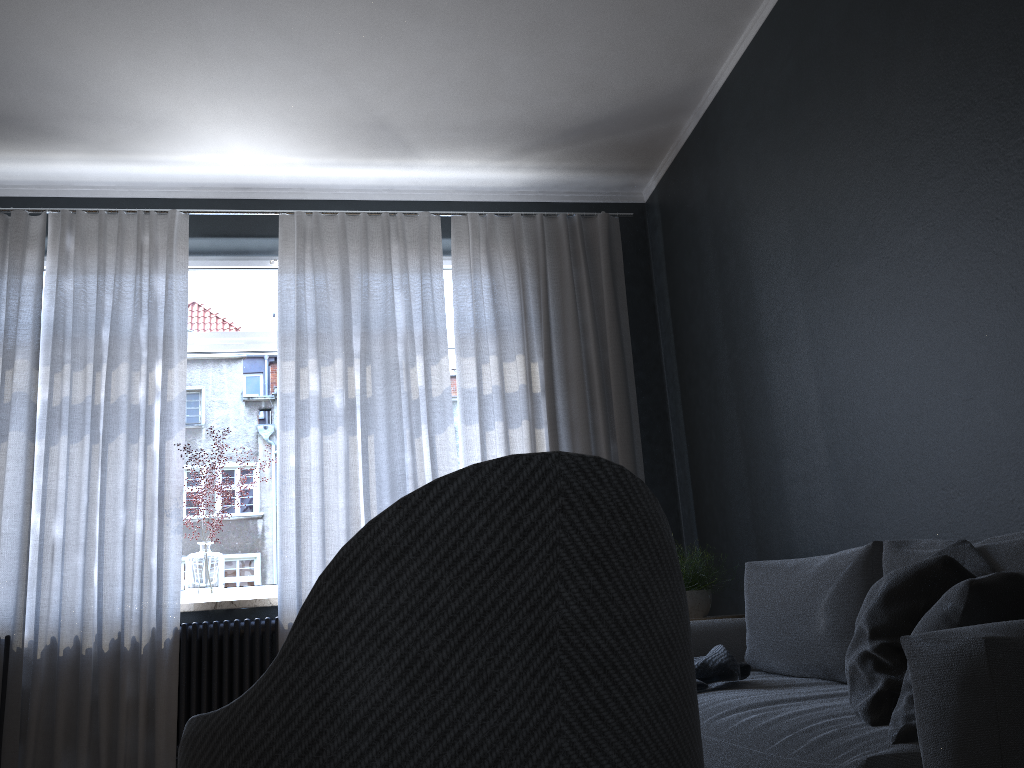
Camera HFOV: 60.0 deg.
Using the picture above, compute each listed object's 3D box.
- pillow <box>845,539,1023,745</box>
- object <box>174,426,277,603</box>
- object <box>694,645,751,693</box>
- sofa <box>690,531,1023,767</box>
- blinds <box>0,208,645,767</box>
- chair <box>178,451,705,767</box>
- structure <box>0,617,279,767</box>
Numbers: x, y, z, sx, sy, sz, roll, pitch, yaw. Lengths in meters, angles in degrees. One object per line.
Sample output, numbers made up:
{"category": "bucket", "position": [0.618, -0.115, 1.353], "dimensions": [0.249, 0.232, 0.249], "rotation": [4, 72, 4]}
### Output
{"category": "pillow", "position": [0.866, 0.471, 1.715], "dimensions": [0.442, 0.360, 0.800], "rotation": [-6, -15, 7]}
{"category": "object", "position": [-1.459, 0.644, 4.311], "dimensions": [0.515, 0.806, 0.601], "rotation": [6, -18, -35]}
{"category": "object", "position": [0.441, 0.992, 2.767], "dimensions": [0.490, 0.328, 0.669], "rotation": [-3, -15, -5]}
{"category": "sofa", "position": [0.833, 0.808, 2.275], "dimensions": [0.970, 0.795, 2.349], "rotation": [-1, -15, -10]}
{"category": "blinds", "position": [-1.210, 0.462, 4.306], "dimensions": [3.992, 2.778, 0.313], "rotation": [-2, -14, -10]}
{"category": "chair", "position": [-0.016, 0.522, 1.009], "dimensions": [0.645, 0.808, 0.496], "rotation": [5, -17, -31]}
{"category": "structure", "position": [-1.837, 1.417, 4.015], "dimensions": [1.846, 0.598, 0.216], "rotation": [-1, -14, -10]}
